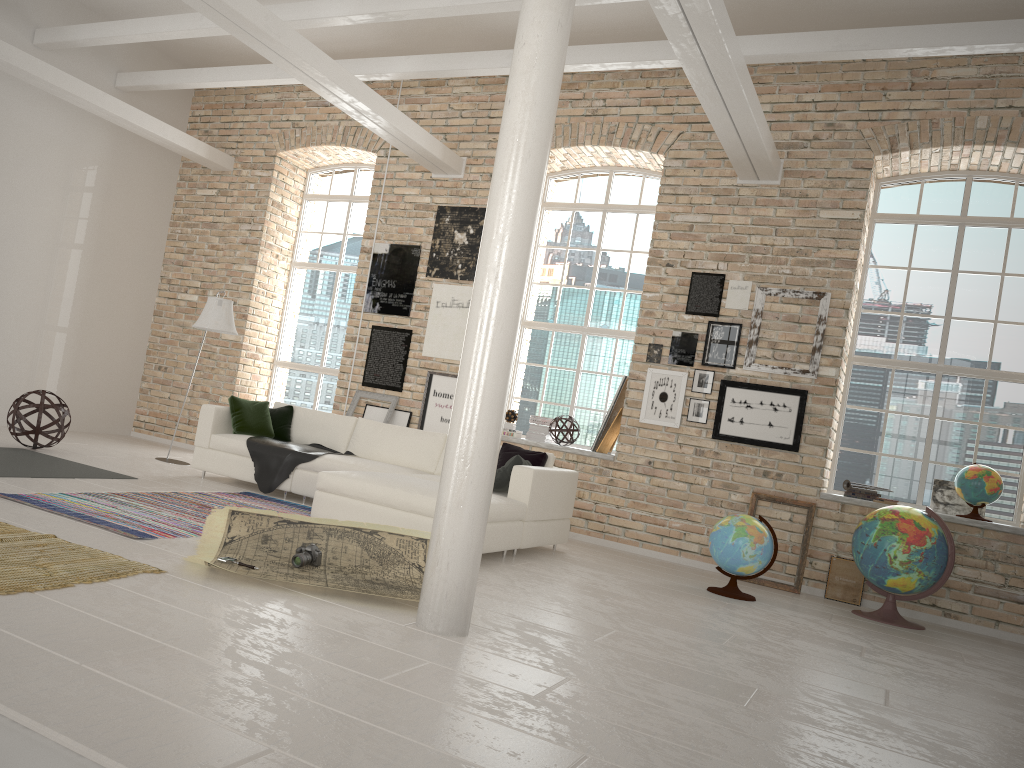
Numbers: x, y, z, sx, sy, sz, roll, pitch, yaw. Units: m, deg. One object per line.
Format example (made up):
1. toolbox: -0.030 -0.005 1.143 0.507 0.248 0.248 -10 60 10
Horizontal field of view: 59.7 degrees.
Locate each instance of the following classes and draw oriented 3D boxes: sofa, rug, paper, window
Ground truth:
1. sofa: -1.389 0.688 7.332 3.473 0.841 2.048 8 -3 27
2. rug: -2.145 0.887 6.226 1.487 0.008 2.536 9 -3 24
3. paper: -0.965 0.878 4.666 1.446 0.265 1.078 10 -3 -8
4. window: 1.635 -0.993 2.876 1.513 2.986 10.800 9 -3 24
5. rug: -2.833 0.646 3.937 2.311 0.021 1.462 9 -3 22
6. rug: -4.200 0.538 6.458 1.519 0.041 2.568 9 -3 24
7. window: -4.331 -1.531 6.111 1.513 3.652 10.800 9 -3 24
8. window: -1.306 -1.424 4.491 1.513 2.986 10.800 9 -3 24

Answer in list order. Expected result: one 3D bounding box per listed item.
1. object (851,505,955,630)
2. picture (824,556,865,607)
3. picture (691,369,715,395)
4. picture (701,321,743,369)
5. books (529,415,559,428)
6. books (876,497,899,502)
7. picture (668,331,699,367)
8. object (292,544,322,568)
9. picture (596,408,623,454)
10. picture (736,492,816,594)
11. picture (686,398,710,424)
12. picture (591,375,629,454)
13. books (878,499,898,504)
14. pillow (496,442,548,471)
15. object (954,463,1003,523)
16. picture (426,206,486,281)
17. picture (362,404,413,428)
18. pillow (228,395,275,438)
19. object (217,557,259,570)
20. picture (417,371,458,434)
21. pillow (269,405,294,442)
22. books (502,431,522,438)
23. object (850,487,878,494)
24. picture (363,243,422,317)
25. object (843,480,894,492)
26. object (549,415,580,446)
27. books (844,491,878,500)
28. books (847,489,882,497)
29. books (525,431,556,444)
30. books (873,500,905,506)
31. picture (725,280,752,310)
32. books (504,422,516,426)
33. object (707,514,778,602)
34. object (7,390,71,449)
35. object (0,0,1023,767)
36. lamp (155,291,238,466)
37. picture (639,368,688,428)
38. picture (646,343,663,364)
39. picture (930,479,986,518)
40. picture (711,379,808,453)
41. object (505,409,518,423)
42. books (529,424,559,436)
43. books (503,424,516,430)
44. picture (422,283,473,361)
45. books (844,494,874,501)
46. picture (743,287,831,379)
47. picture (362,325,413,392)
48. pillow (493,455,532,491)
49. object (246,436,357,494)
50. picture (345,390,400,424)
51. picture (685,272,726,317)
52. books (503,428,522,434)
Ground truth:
1. object: 2.888 1.346 6.662 0.661 0.923 0.650 10 -2 2
2. picture: 2.721 1.605 7.270 0.283 0.350 0.090 9 -2 28
3. picture: 1.720 -0.021 8.024 0.186 0.213 0.011 9 -2 29
4. picture: 1.875 -0.351 7.972 0.309 0.409 0.009 9 -2 29
5. books: 0.333 0.384 9.180 0.311 0.085 0.224 9 -3 8
6. books: 3.066 0.945 7.280 0.135 0.013 0.101 10 -3 3
7. picture: 1.563 -0.321 8.141 0.243 0.306 0.013 9 -2 29
8. object: -1.131 0.928 4.843 0.157 0.124 0.160 9 -3 26
9. picture: 0.972 0.456 8.524 0.183 0.460 0.342 9 -2 24
10. picture: 2.213 1.323 7.489 0.536 0.747 0.209 9 -2 28
11. picture: 1.675 0.243 8.016 0.186 0.213 0.011 9 -2 29
12. picture: 1.028 0.312 8.679 0.259 0.763 0.555 9 -2 25
13. books: 3.065 0.958 7.271 0.108 0.014 0.131 9 -3 7
14. pillow: 0.043 0.699 7.319 0.452 0.390 0.228 8 -2 28
15. object: 3.742 0.867 7.166 0.351 0.464 0.309 8 -2 32
16. picture: -0.587 -1.492 9.441 0.624 0.783 0.034 9 -2 29
17. picture: -1.393 0.530 9.540 0.610 0.568 0.138 9 -2 28
18. pillow: -2.437 0.310 8.328 0.389 0.343 0.325 12 -3 -38
19. object: -1.388 0.920 4.557 0.240 0.019 0.092 9 -3 24
20. picture: -0.718 0.268 9.281 0.549 0.756 0.011 9 -2 28
21. pillow: -2.306 0.359 8.554 0.398 0.365 0.324 10 -2 -17
22. books: -0.062 0.502 9.058 0.291 0.048 0.207 9 -3 24
23. object: 2.965 0.895 7.525 0.226 0.021 0.150 8 -3 27
24. picture: -1.312 -1.147 9.771 0.626 0.785 0.034 9 -2 29
25. object: 3.008 0.884 7.523 0.459 0.090 0.098 11 -2 -19
26. object: 0.516 0.457 8.768 0.319 0.307 0.293 9 -2 18
27. books: 2.954 0.942 7.536 0.269 0.029 0.192 8 -3 26
28. books: 2.968 0.918 7.533 0.271 0.026 0.193 9 -3 23
29. books: 0.315 0.552 9.175 0.253 0.088 0.298 8 -3 31
30. books: 3.068 0.975 7.260 0.241 0.022 0.166 8 -3 27
31. picture: 2.023 -0.795 7.955 0.206 0.259 0.011 9 -2 29
32. books: -0.061 0.401 9.083 0.192 0.030 0.169 9 -3 16
33. object: 1.671 1.255 6.560 0.427 0.631 0.468 11 -2 -23
34. object: -4.317 0.325 8.144 0.544 0.542 0.539 10 -2 2
35. object: -1.683 -1.522 4.734 10.731 4.795 11.188 9 -3 26
36. lamp: -3.141 -0.053 8.956 0.425 1.774 1.061 11 -2 -31
37. picture: 1.388 0.125 8.177 0.388 0.513 0.012 9 -2 29
38. picture: 1.321 -0.284 8.266 0.143 0.178 0.008 8 -2 33
39. picture: 3.766 0.978 7.518 0.416 0.292 0.064 8 -2 28
40. picture: 2.148 0.271 7.753 0.756 0.535 0.030 8 -2 29
41. object: -0.008 0.331 9.118 0.134 0.137 0.151 11 -3 -36
42. books: 0.330 0.470 9.179 0.250 0.088 0.302 9 -3 21
43. books: -0.073 0.434 9.086 0.210 0.040 0.188 9 -3 13
44. picture: -0.618 -0.645 9.336 0.625 0.784 0.034 9 -2 29
45. books: 2.948 0.967 7.531 0.271 0.025 0.191 8 -3 28
46. picture: 2.375 -0.450 7.717 0.640 0.748 0.024 9 -2 29
47. picture: -1.353 -0.278 9.704 0.541 0.680 0.061 9 -2 28
48. pillow: -0.051 0.681 6.925 0.355 0.305 0.399 9 -2 16
49. object: -1.915 0.760 7.978 0.946 0.464 0.733 9 -3 25
50. picture: -1.557 0.372 9.575 0.577 0.582 0.267 9 -2 28
51. picture: 1.755 -0.814 8.095 0.313 0.394 0.017 9 -2 29
52. books: -0.053 0.467 9.058 0.286 0.024 0.207 9 -3 24
